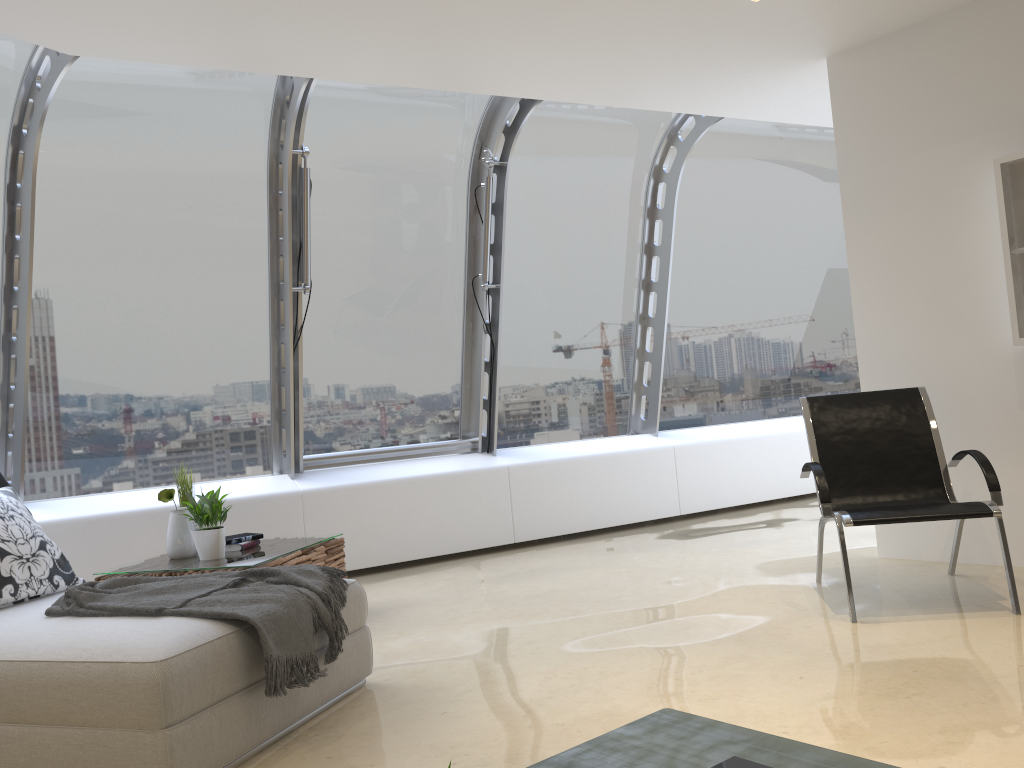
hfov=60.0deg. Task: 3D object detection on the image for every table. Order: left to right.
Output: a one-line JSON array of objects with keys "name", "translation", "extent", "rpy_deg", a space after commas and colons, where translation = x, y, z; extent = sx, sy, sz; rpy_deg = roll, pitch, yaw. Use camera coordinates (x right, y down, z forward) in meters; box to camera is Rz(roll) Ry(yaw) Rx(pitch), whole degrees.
[{"name": "table", "translation": [-1.468, 1.095, 4.632], "extent": [0.923, 0.436, 1.007], "rpy_deg": [-6, -2, 15]}, {"name": "table", "translation": [-0.083, 0.959, 1.155], "extent": [1.982, 0.187, 0.594], "rpy_deg": [-4, -2, -38]}]

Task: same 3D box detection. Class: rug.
[{"name": "rug", "translation": [0.080, 1.036, 1.116], "extent": [2.923, 0.012, 2.194], "rpy_deg": [-4, -2, -40]}]

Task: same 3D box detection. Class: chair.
[{"name": "chair", "translation": [-1.725, 0.938, 3.332], "extent": [2.068, 0.690, 1.176], "rpy_deg": [-6, -2, 20]}, {"name": "chair", "translation": [1.790, 0.518, 4.158], "extent": [0.752, 0.972, 0.943], "rpy_deg": [-6, -2, 9]}]

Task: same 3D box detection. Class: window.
[{"name": "window", "translation": [5.763, -0.896, 1.816], "extent": [16.171, 3.674, 16.693], "rpy_deg": [-4, -2, -35]}]

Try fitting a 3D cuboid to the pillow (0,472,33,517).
[{"name": "pillow", "translation": [-2.344, 0.639, 3.576], "extent": [0.510, 0.597, 1.070], "rpy_deg": [-6, -2, 20]}]

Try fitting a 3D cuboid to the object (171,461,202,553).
[{"name": "object", "translation": [-1.753, 0.652, 4.769], "extent": [0.150, 0.511, 0.153], "rpy_deg": [-6, -2, 18]}]

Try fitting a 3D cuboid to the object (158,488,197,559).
[{"name": "object", "translation": [-1.727, 0.713, 4.530], "extent": [0.152, 0.370, 0.297], "rpy_deg": [-5, -2, 4]}]

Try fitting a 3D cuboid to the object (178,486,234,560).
[{"name": "object", "translation": [-1.524, 0.694, 4.455], "extent": [0.284, 0.369, 0.215], "rpy_deg": [-5, -2, -7]}]

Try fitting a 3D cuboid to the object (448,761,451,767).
[{"name": "object", "translation": [-0.076, 0.680, 1.099], "extent": [0.215, 0.369, 0.284], "rpy_deg": [-6, -2, 28]}]

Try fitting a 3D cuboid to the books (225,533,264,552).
[{"name": "books", "translation": [-1.476, 0.851, 4.758], "extent": [0.246, 0.063, 0.265], "rpy_deg": [-7, -2, 36]}]

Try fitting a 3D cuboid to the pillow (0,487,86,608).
[{"name": "pillow", "translation": [-2.050, 0.628, 3.502], "extent": [0.431, 0.528, 0.683], "rpy_deg": [-6, -2, 14]}]

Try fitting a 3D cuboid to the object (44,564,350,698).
[{"name": "object", "translation": [-1.074, 0.847, 3.271], "extent": [1.024, 0.359, 0.825], "rpy_deg": [-6, -2, 18]}]
